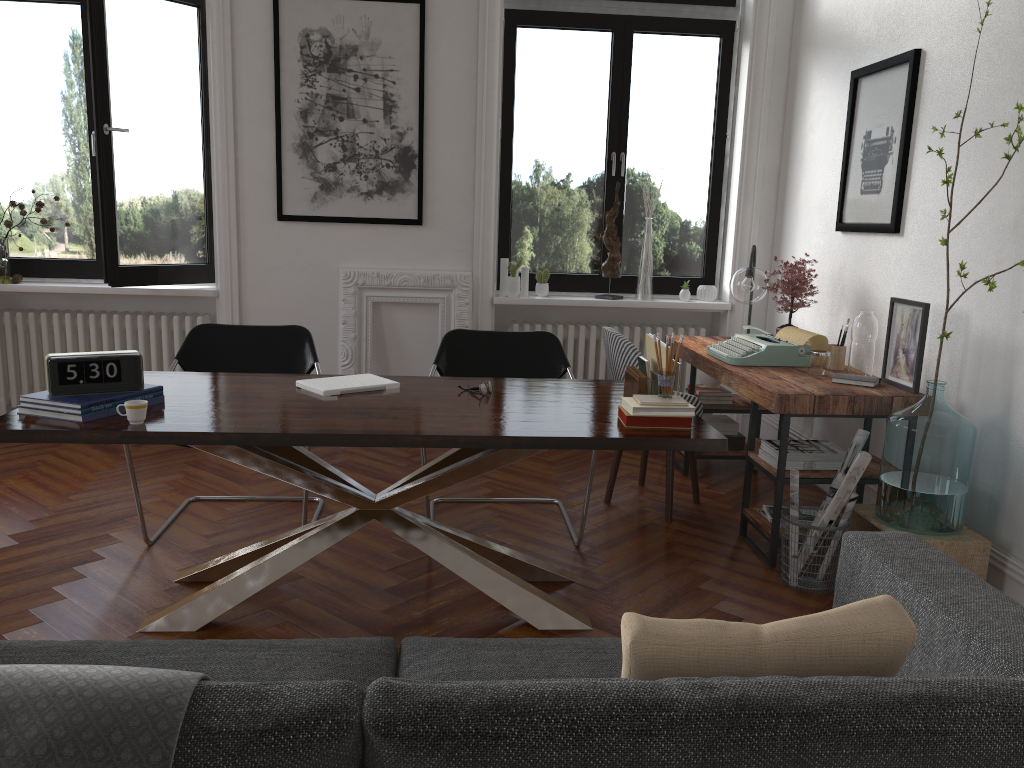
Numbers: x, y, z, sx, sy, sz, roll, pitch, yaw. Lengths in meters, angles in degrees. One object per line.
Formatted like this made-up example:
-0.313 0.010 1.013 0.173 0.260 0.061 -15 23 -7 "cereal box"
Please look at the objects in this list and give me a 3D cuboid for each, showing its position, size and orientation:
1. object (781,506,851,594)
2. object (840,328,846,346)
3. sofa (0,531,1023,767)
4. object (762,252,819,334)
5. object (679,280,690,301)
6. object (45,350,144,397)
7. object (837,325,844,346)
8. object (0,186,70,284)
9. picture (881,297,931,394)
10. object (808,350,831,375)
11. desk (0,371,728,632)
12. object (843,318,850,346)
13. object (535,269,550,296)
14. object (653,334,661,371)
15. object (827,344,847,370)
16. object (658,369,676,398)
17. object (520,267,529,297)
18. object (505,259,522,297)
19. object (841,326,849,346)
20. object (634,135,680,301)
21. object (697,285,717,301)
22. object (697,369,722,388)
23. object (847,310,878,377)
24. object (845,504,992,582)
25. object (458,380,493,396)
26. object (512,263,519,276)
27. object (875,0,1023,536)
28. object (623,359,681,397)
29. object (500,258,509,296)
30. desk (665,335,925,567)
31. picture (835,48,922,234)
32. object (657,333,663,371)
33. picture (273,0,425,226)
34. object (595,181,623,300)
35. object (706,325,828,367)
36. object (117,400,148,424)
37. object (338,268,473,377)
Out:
1.194 0.672 3.533 0.260 0.306 0.260 -7 15 -39 "object"
1.560 -0.177 4.210 0.054 0.208 0.008 -2 12 -17 "object"
-0.235 0.733 1.636 2.645 0.832 1.256 1 11 -5 "sofa"
1.495 -0.447 4.762 0.289 0.531 0.307 11 15 39 "object"
1.136 -0.612 5.816 0.072 0.135 0.072 6 12 20 "object"
-1.316 -0.034 2.803 0.275 0.126 0.081 -4 13 -31 "object"
1.548 -0.178 4.213 0.054 0.208 0.008 -8 15 -39 "object"
-3.030 -0.925 5.483 0.541 0.602 0.316 -6 14 -33 "object"
1.651 -0.168 3.729 0.023 0.371 0.281 1 11 -5 "picture"
1.407 -0.098 4.055 0.093 0.102 0.093 -1 11 -13 "object"
-0.494 0.426 3.201 2.226 0.754 1.025 1 11 -5 "desk"
1.569 -0.191 4.193 0.028 0.240 0.023 0 12 -8 "object"
0.202 -0.667 5.801 0.097 0.186 0.099 6 12 18 "object"
0.484 -0.067 2.923 0.049 0.194 0.008 2 12 -1 "object"
1.537 -0.127 4.207 0.058 0.114 0.075 1 11 -5 "object"
0.510 -0.001 2.938 0.058 0.091 0.058 -2 12 -18 "object"
0.082 -0.662 5.744 0.051 0.189 0.051 9 13 29 "object"
0.008 -0.679 5.670 0.102 0.245 0.098 -4 13 -27 "object"
1.559 -0.174 4.187 0.008 0.208 0.054 -3 12 -21 "object"
0.930 -1.061 5.688 0.296 1.058 0.288 2 12 -2 "object"
1.301 -0.607 5.916 0.134 0.098 0.132 -6 13 -34 "object"
1.155 -0.032 5.121 0.173 0.110 0.173 9 13 31 "object"
1.569 -0.178 3.963 0.111 0.303 0.111 9 13 31 "object"
1.560 0.689 3.467 0.341 0.318 0.433 1 11 -5 "object"
-0.118 0.009 3.327 0.114 0.047 0.132 -7 14 -41 "object"
0.015 -0.680 5.758 0.051 0.214 0.051 9 13 29 "object"
1.686 -0.442 3.067 0.353 2.067 0.804 -3 13 -23 "object"
0.503 -0.010 3.204 0.150 0.167 0.227 1 11 -5 "object"
-0.052 -0.697 5.770 0.051 0.239 0.051 9 13 29 "object"
1.292 0.252 4.512 0.647 0.761 1.790 1 11 -5 "desk"
1.788 -1.160 4.358 0.050 0.819 0.631 1 11 -5 "picture"
0.495 -0.071 2.947 0.008 0.194 0.049 -6 14 -35 "object"
-0.973 -1.640 5.328 0.883 1.329 0.035 1 12 -5 "picture"
0.646 -0.923 5.720 0.165 0.757 0.142 11 15 37 "object"
1.251 -0.206 4.450 0.484 0.149 0.532 1 11 -6 "object"
-1.141 0.085 2.678 0.082 0.065 0.064 5 12 15 "object"
-0.671 -0.175 5.564 0.830 1.067 0.232 1 12 -5 "object"
